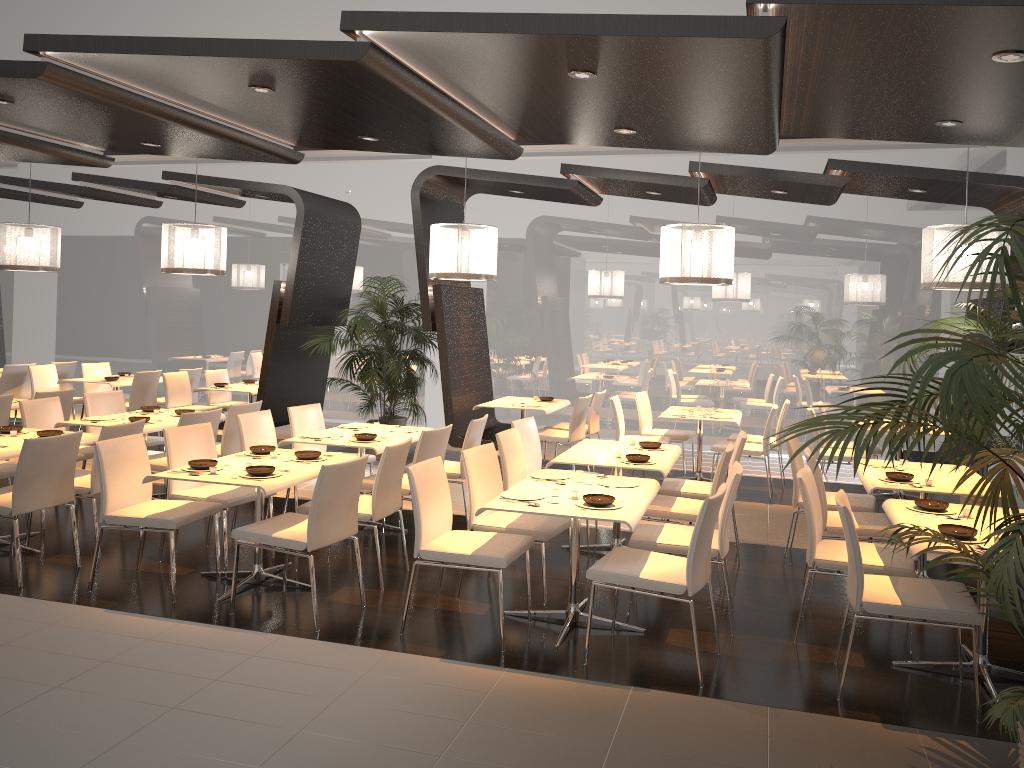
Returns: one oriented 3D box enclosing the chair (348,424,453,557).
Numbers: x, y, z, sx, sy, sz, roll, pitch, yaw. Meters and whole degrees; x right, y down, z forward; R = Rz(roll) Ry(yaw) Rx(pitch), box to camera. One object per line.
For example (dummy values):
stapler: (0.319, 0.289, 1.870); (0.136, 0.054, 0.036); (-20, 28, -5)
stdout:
chair: (-0.785, 0.726, 6.384); (0.606, 0.874, 0.484); (2, 1, 24)

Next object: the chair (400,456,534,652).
chair: (-0.239, 0.875, 4.746); (0.606, 0.874, 0.484); (2, 1, 19)

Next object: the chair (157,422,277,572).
chair: (-1.961, 0.729, 5.871); (0.606, 0.869, 0.484); (2, 1, 24)

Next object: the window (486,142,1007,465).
window: (2.703, -1.134, 11.215); (6.584, 3.979, 0.070); (3, 0, 16)

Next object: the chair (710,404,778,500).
chair: (2.275, 0.633, 8.648); (0.606, 0.869, 0.484); (2, 1, 19)

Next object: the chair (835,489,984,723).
chair: (1.813, 0.987, 4.115); (0.606, 0.869, 0.484); (2, 1, 19)

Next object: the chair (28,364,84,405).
chair: (-5.589, 0.213, 10.908); (0.605, 0.874, 0.484); (2, 1, 14)

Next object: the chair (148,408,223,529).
chair: (-2.653, 0.621, 6.947); (0.606, 0.869, 0.484); (2, 1, 24)

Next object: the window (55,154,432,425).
window: (-4.210, -1.507, 13.216); (6.584, 3.979, 0.070); (3, 0, 16)

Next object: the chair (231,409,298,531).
chair: (-1.755, 0.665, 6.739); (0.606, 0.869, 0.484); (2, 1, 19)

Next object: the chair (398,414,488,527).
chair: (-0.525, 0.679, 7.029); (0.605, 0.869, 0.484); (2, 1, 14)

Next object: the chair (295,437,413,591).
chair: (-0.978, 0.783, 5.606); (0.605, 0.874, 0.484); (2, 1, 14)

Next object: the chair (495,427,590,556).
chair: (0.204, 0.777, 6.116); (0.606, 0.874, 0.484); (2, 1, 19)

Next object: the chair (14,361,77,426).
chair: (-6.170, 0.128, 11.734); (0.606, 0.874, 0.484); (2, 1, 19)

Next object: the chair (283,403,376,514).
chair: (-1.510, 0.627, 7.306); (0.606, 0.869, 0.484); (2, 1, 24)

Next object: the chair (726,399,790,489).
chair: (2.571, 0.598, 9.223); (0.606, 0.874, 0.484); (2, 1, 19)

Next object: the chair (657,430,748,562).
chair: (1.399, 0.783, 6.476); (0.605, 0.869, 0.484); (2, 1, 14)

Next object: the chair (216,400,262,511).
chair: (-2.508, 0.576, 7.558); (0.606, 0.869, 0.484); (2, 1, 19)

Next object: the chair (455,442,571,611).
chair: (0.022, 0.837, 5.315); (0.606, 0.874, 0.484); (2, 1, 24)

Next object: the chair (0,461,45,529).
chair: (-3.805, 0.628, 6.431); (0.606, 0.869, 0.484); (2, 1, 24)

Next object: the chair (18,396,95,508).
chair: (-3.660, 0.566, 7.245); (0.605, 0.869, 0.484); (2, 1, 14)

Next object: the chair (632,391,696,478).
chair: (1.632, 0.542, 9.529); (0.606, 0.869, 0.484); (2, 1, 24)

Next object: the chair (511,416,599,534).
chair: (0.314, 0.723, 6.797); (0.606, 0.869, 0.484); (2, 1, 24)

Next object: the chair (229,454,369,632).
chair: (-1.164, 0.829, 4.940); (0.606, 0.869, 0.484); (2, 1, 24)

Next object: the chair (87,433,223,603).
chair: (-2.134, 0.771, 5.296); (0.605, 0.869, 0.484); (2, 1, 14)

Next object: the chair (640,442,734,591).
chair: (1.139, 0.827, 5.830); (0.606, 0.869, 0.484); (2, 1, 19)

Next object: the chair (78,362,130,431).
chair: (-5.244, 0.171, 11.519); (0.606, 0.869, 0.484); (2, 1, 24)

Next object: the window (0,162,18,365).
window: (-11.123, -1.880, 15.218); (6.584, 3.979, 0.070); (3, 0, 16)

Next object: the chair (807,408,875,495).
chair: (3.116, 0.680, 8.414); (0.606, 0.874, 0.484); (2, 1, 19)

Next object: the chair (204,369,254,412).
chair: (-3.464, 0.269, 10.979); (0.606, 0.869, 0.484); (2, 1, 19)

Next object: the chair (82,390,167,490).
chair: (-3.478, 0.517, 7.913); (0.606, 0.869, 0.484); (2, 1, 24)

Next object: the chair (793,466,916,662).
chair: (1.848, 0.933, 4.785); (0.606, 0.869, 0.484); (2, 1, 24)

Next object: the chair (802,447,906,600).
chair: (2.146, 0.882, 5.562); (0.605, 0.874, 0.484); (2, 1, 14)

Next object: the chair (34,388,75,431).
chair: (-4.398, 0.474, 8.098); (0.606, 0.869, 0.484); (2, 1, 19)

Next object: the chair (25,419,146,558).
chair: (-2.920, 0.683, 6.109); (0.605, 0.874, 0.484); (2, 1, 14)

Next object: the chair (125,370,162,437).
chair: (-4.602, 0.265, 10.638); (0.606, 0.874, 0.484); (2, 1, 19)

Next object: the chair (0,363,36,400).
chair: (-6.389, 0.168, 11.136); (0.606, 0.869, 0.484); (2, 1, 24)

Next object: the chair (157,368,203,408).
chair: (-4.305, 0.227, 11.213); (0.606, 0.874, 0.484); (2, 1, 19)

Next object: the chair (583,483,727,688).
chair: (0.731, 0.933, 4.391); (0.606, 0.874, 0.484); (2, 1, 24)

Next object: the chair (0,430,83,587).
chair: (-3.065, 0.728, 5.497); (0.606, 0.874, 0.484); (2, 1, 19)

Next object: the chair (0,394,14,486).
chair: (-4.638, 0.514, 7.522); (0.606, 0.869, 0.484); (2, 1, 24)

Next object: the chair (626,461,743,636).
chair: (0.992, 0.889, 5.036); (0.605, 0.874, 0.484); (2, 1, 14)

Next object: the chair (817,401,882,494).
chair: (3.412, 0.640, 8.989); (0.606, 0.869, 0.484); (2, 1, 19)

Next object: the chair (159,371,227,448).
chair: (-3.761, 0.307, 10.404); (0.606, 0.869, 0.484); (2, 1, 19)

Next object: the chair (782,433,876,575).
chair: (2.229, 0.830, 6.227); (0.606, 0.874, 0.484); (2, 1, 24)
